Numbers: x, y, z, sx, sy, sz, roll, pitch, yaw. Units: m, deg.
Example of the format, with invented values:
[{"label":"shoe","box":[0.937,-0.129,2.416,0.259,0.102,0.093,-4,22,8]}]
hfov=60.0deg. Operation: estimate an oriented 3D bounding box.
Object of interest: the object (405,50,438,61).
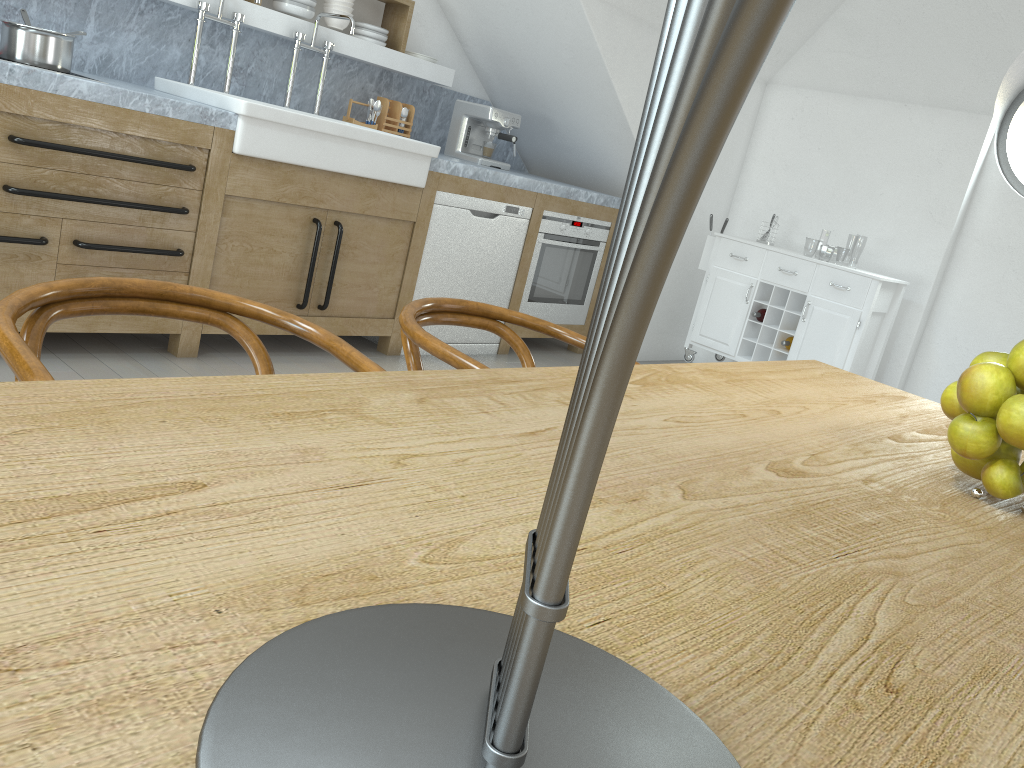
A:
[{"label":"object","box":[-0.513,-1.792,4.864,0.214,0.025,0.214,21,16,26]}]

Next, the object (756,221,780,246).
[{"label":"object","box":[1.548,-0.909,5.361,0.102,0.137,0.067,25,17,38]}]

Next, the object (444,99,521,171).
[{"label":"object","box":[-0.111,-1.379,4.974,0.389,0.318,0.324,25,17,38]}]

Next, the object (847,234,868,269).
[{"label":"object","box":[1.901,-0.727,4.886,0.063,0.186,0.063,20,14,24]}]

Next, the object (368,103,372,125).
[{"label":"object","box":[-0.751,-1.391,4.661,0.019,0.177,0.044,15,13,4]}]

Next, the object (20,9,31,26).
[{"label":"object","box":[-1.668,-1.207,3.070,0.237,0.166,0.051,23,16,34]}]

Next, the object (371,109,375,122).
[{"label":"object","box":[-0.737,-1.403,4.683,0.023,0.195,0.018,23,15,34]}]

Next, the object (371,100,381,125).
[{"label":"object","box":[-0.723,-1.399,4.671,0.040,0.191,0.042,11,13,-14]}]

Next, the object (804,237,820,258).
[{"label":"object","box":[1.665,-0.758,4.946,0.081,0.104,0.082,4,17,-36]}]

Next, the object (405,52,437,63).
[{"label":"object","box":[-0.515,-1.783,4.866,0.214,0.025,0.214,21,16,26]}]

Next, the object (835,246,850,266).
[{"label":"object","box":[1.821,-0.705,4.904,0.071,0.098,0.072,7,15,-26]}]

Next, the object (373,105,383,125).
[{"label":"object","box":[-0.723,-1.391,4.687,0.044,0.177,0.020,20,14,24]}]

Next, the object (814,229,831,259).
[{"label":"object","box":[1.743,-0.781,4.981,0.048,0.168,0.048,21,14,26]}]

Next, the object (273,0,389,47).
[{"label":"object","box":[-0.879,-1.845,4.392,0.199,0.195,0.657,25,18,38]}]

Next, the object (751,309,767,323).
[{"label":"object","box":[1.466,-0.393,5.120,0.082,0.084,0.317,25,18,39]}]

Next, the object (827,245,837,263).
[{"label":"object","box":[1.808,-0.728,4.992,0.095,0.093,0.094,21,15,26]}]

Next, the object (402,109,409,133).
[{"label":"object","box":[-0.596,-1.416,4.867,0.019,0.195,0.022,25,17,39]}]

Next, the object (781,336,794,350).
[{"label":"object","box":[1.608,-0.230,5.047,0.082,0.082,0.317,25,18,38]}]

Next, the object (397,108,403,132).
[{"label":"object","box":[-0.618,-1.421,4.865,0.018,0.195,0.023,3,17,-42]}]

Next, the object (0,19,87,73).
[{"label":"object","box":[-1.598,-1.174,3.115,0.233,0.169,0.396,19,15,19]}]

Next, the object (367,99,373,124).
[{"label":"object","box":[-0.757,-1.409,4.686,0.018,0.195,0.020,3,17,-40]}]

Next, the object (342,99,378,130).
[{"label":"object","box":[-0.795,-1.398,4.669,0.101,0.170,0.173,25,18,40]}]

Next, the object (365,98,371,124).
[{"label":"object","box":[-0.759,-1.406,4.675,0.019,0.195,0.022,21,14,27]}]

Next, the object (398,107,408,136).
[{"label":"object","box":[-0.601,-1.414,4.840,0.040,0.191,0.042,14,13,0]}]

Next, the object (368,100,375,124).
[{"label":"object","box":[-0.758,-1.416,4.701,0.040,0.191,0.042,11,13,-13]}]

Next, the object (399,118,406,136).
[{"label":"object","box":[-0.599,-1.414,4.857,0.018,0.195,0.020,7,14,-28]}]

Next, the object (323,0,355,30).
[{"label":"object","box":[-0.861,-1.839,4.377,0.157,0.159,0.155,9,15,-22]}]

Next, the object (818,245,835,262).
[{"label":"object","box":[1.743,-0.723,4.927,0.077,0.085,0.077,21,15,26]}]

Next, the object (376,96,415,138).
[{"label":"object","box":[-0.650,-1.433,4.837,0.104,0.221,0.200,25,17,38]}]

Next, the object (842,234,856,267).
[{"label":"object","box":[1.880,-0.743,4.945,0.054,0.178,0.054,18,13,16]}]
